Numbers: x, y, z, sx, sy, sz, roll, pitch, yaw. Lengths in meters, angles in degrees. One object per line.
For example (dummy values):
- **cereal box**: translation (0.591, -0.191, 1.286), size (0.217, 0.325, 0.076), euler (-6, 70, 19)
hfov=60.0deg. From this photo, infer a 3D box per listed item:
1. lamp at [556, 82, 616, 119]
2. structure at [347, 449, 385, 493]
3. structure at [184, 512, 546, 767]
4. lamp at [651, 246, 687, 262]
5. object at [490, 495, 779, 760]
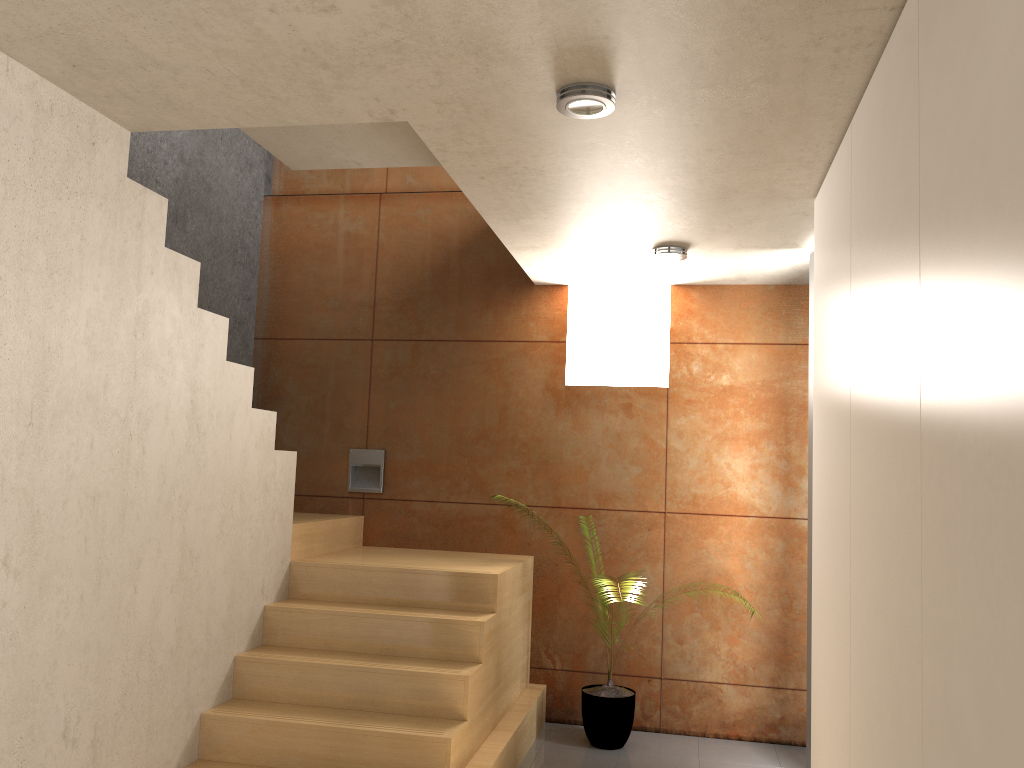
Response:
- **lamp**: translation (0.219, -0.837, 2.622), size (0.173, 0.044, 0.173), euler (8, -8, -43)
- **structure**: translation (-0.879, 0.532, 5.426), size (0.220, 0.260, 0.096), euler (1, -6, 11)
- **structure**: translation (-0.976, 1.230, 4.111), size (1.950, 1.110, 2.400), euler (1, -6, 11)
- **lamp**: translation (0.776, -0.643, 4.374), size (0.173, 0.044, 0.173), euler (1, -6, 16)
- **object**: translation (-0.395, 1.070, 2.272), size (4.200, 1.455, 6.200), euler (1, -6, 11)
